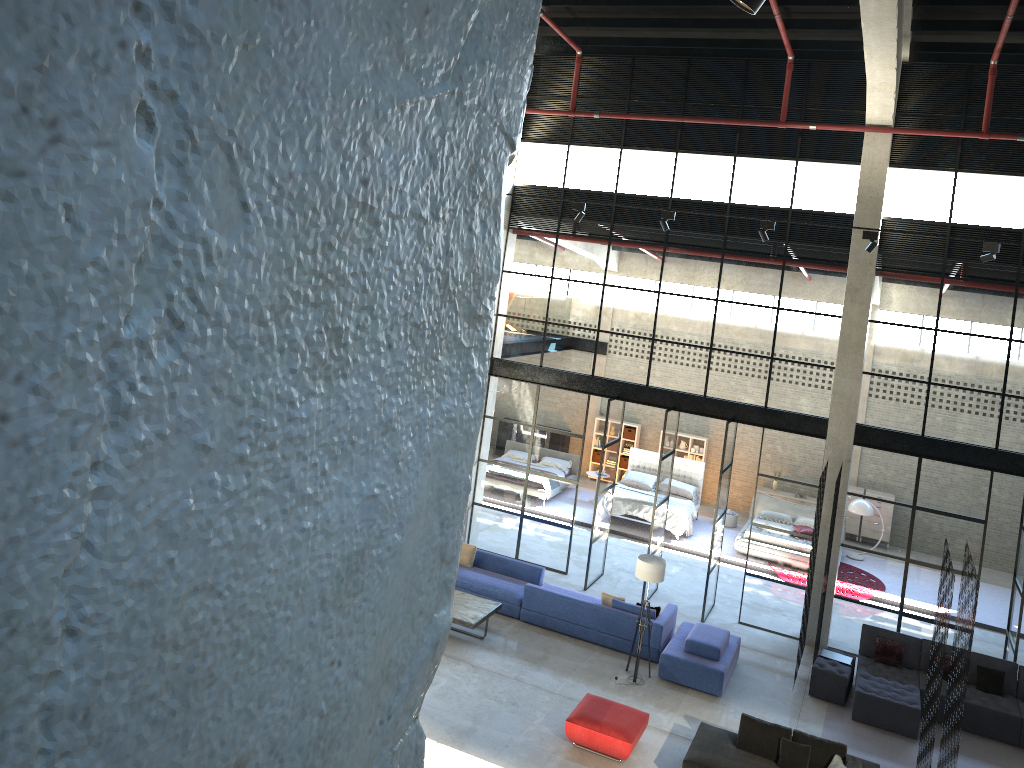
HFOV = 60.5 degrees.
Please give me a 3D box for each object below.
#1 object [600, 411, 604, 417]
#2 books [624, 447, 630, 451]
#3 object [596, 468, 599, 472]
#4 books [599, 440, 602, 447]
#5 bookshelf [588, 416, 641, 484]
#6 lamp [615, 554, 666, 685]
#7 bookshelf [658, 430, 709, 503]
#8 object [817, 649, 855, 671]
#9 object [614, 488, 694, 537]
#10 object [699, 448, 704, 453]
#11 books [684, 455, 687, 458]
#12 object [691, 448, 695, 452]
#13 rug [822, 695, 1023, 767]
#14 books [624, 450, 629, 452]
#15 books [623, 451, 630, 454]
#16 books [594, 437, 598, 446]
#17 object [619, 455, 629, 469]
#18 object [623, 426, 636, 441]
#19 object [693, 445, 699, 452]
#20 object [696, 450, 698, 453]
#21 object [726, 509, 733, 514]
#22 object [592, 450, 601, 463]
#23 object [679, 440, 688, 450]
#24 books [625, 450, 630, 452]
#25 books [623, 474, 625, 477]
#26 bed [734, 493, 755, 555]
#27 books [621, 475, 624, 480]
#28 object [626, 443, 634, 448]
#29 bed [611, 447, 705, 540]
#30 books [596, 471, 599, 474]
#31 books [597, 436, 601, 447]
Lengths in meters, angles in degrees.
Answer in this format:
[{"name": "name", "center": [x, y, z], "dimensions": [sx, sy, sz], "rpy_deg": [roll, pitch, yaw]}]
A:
[{"name": "object", "center": [2.558, 0.858, 24.735], "dimensions": [0.235, 0.151, 0.053], "rpy_deg": [10, 2, 21]}, {"name": "books", "center": [3.242, 1.797, 24.252], "dimensions": [0.258, 0.047, 0.213], "rpy_deg": [11, 8, 23]}, {"name": "object", "center": [2.408, 2.475, 24.530], "dimensions": [0.138, 0.235, 0.140], "rpy_deg": [6, 2, -30]}, {"name": "books", "center": [2.479, 1.665, 24.582], "dimensions": [0.075, 0.204, 0.158], "rpy_deg": [8, 3, 23]}, {"name": "bookshelf", "center": [2.844, 1.902, 24.411], "dimensions": [1.249, 1.756, 0.328], "rpy_deg": [8, 1, 24]}, {"name": "lamp", "center": [1.908, 3.458, 12.820], "dimensions": [0.432, 1.742, 0.666], "rpy_deg": [7, 1, 20]}, {"name": "bookshelf", "center": [4.556, 2.228, 23.658], "dimensions": [1.249, 1.756, 0.328], "rpy_deg": [8, 1, 24]}, {"name": "object", "center": [4.962, 4.225, 13.445], "dimensions": [0.523, 0.099, 0.300], "rpy_deg": [12, 8, 28]}, {"name": "object", "center": [3.109, 2.937, 20.438], "dimensions": [2.300, 0.658, 0.651], "rpy_deg": [11, 5, 27]}, {"name": "object", "center": [5.089, 1.779, 23.491], "dimensions": [0.143, 0.137, 0.141], "rpy_deg": [11, 5, 41]}, {"name": "books", "center": [4.620, 2.046, 23.572], "dimensions": [0.090, 0.276, 0.186], "rpy_deg": [8, 2, 23]}, {"name": "object", "center": [4.839, 1.764, 23.452], "dimensions": [0.117, 0.112, 0.115], "rpy_deg": [9, 5, 26]}, {"name": "rug", "center": [5.932, 5.066, 11.348], "dimensions": [3.656, 0.020, 2.650], "rpy_deg": [11, 9, 23]}, {"name": "books", "center": [3.234, 1.854, 24.253], "dimensions": [0.253, 0.025, 0.208], "rpy_deg": [11, 9, 23]}, {"name": "books", "center": [3.232, 1.876, 24.252], "dimensions": [0.258, 0.071, 0.213], "rpy_deg": [11, 8, 23]}, {"name": "books", "center": [2.353, 1.614, 24.631], "dimensions": [0.019, 0.261, 0.175], "rpy_deg": [7, 2, 23]}, {"name": "object", "center": [3.173, 2.169, 24.239], "dimensions": [0.326, 0.297, 0.323], "rpy_deg": [9, 5, 23]}, {"name": "object", "center": [3.286, 1.363, 24.236], "dimensions": [0.326, 0.297, 0.323], "rpy_deg": [9, 5, 23]}, {"name": "object", "center": [4.940, 1.734, 23.558], "dimensions": [0.174, 0.169, 0.176], "rpy_deg": [7, 4, -9]}, {"name": "object", "center": [4.937, 1.809, 23.407], "dimensions": [0.065, 0.063, 0.066], "rpy_deg": [6, 4, -19]}, {"name": "object", "center": [5.294, 3.100, 21.378], "dimensions": [0.170, 0.090, 0.167], "rpy_deg": [12, 8, 36]}, {"name": "object", "center": [2.456, 2.035, 24.558], "dimensions": [0.326, 0.297, 0.323], "rpy_deg": [9, 5, 23]}, {"name": "object", "center": [4.617, 1.646, 23.610], "dimensions": [0.165, 0.251, 0.167], "rpy_deg": [6, 3, -22]}, {"name": "books", "center": [3.239, 1.832, 24.248], "dimensions": [0.251, 0.019, 0.215], "rpy_deg": [11, 9, 23]}, {"name": "books", "center": [3.103, 2.592, 24.318], "dimensions": [0.081, 0.242, 0.156], "rpy_deg": [8, 2, 23]}, {"name": "bed", "center": [6.336, 3.327, 19.867], "dimensions": [2.259, 0.922, 2.557], "rpy_deg": [10, 8, 23]}, {"name": "books", "center": [3.073, 2.608, 24.330], "dimensions": [0.077, 0.199, 0.148], "rpy_deg": [8, 3, 23]}, {"name": "object", "center": [3.266, 1.711, 24.251], "dimensions": [0.262, 0.133, 0.058], "rpy_deg": [10, 2, 24]}, {"name": "bed", "center": [3.336, 2.561, 20.881], "dimensions": [2.235, 1.414, 2.317], "rpy_deg": [10, 6, 22]}, {"name": "books", "center": [2.249, 2.242, 21.990], "dimensions": [0.228, 0.042, 0.303], "rpy_deg": [7, 8, -3]}, {"name": "books", "center": [2.439, 1.619, 24.587], "dimensions": [0.049, 0.287, 0.184], "rpy_deg": [7, 2, 23]}]
